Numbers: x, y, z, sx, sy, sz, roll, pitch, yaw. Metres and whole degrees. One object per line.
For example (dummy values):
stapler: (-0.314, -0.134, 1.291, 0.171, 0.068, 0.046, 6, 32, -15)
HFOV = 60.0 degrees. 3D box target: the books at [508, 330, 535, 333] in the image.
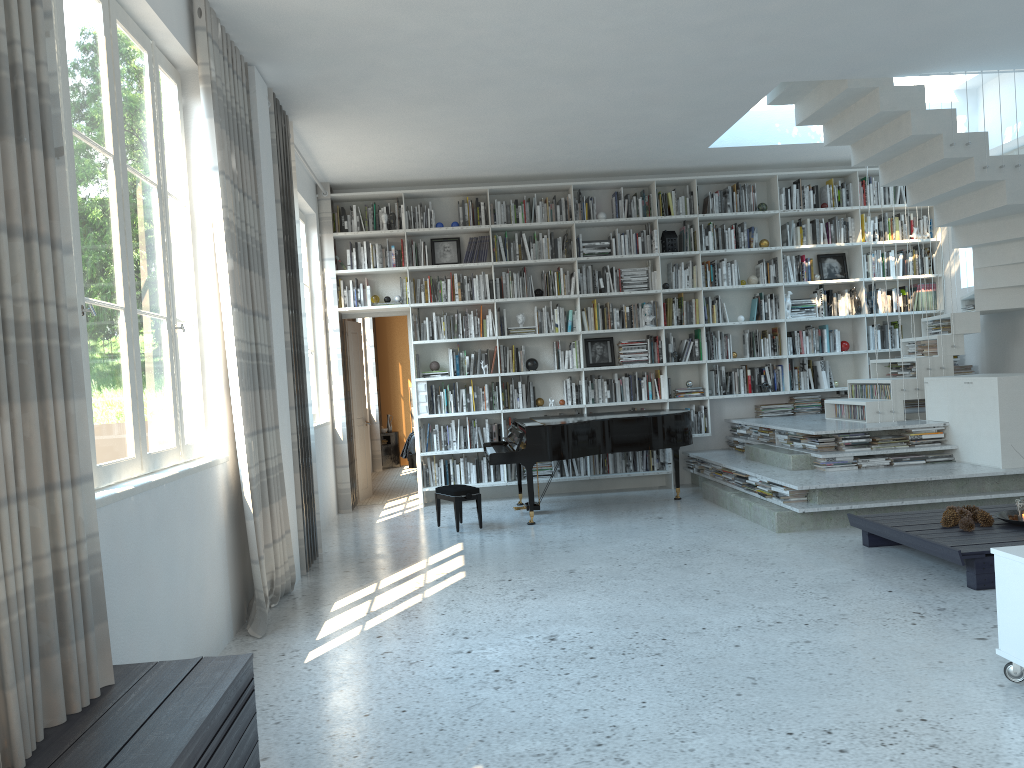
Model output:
books: (0.094, -0.533, 9.016, 0.254, 0.012, 0.161, -4, 0, -9)

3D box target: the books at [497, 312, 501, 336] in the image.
books: (-0.138, -0.604, 9.004, 0.024, 0.257, 0.134, -4, 1, -4)

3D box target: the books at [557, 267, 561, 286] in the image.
books: (0.483, -1.037, 9.034, 0.006, 0.304, 0.165, -4, 1, -4)

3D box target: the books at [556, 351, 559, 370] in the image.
books: (0.457, -0.238, 9.045, 0.025, 0.186, 0.154, -4, 1, -4)

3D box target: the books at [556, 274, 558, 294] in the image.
books: (0.448, -1.001, 9.049, 0.011, 0.236, 0.130, -4, 1, -4)

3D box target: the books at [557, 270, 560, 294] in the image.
books: (0.472, -1.017, 9.038, 0.004, 0.265, 0.141, -4, 1, -4)

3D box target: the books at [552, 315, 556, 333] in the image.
books: (0.419, -0.605, 9.052, 0.025, 0.189, 0.140, -4, 1, -4)

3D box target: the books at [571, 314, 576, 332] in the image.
books: (0.627, -0.614, 9.063, 0.027, 0.181, 0.142, -4, 1, -4)

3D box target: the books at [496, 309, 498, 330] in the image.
books: (-0.157, -0.617, 9.009, 0.012, 0.285, 0.159, -4, 1, -4)

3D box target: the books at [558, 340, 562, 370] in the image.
books: (0.482, -0.296, 9.054, 0.012, 0.298, 0.166, -4, 1, -4)

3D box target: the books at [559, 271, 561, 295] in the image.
books: (0.478, -1.011, 9.032, 0.006, 0.253, 0.180, -4, 1, -4)

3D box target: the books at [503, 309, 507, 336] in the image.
books: (-0.072, -0.618, 9.010, 0.021, 0.278, 0.136, -4, 1, -4)

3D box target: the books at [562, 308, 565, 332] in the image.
books: (0.514, -0.645, 9.059, 0.022, 0.256, 0.152, -4, 1, -4)

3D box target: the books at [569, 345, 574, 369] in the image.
books: (0.607, -0.277, 9.049, 0.012, 0.244, 0.171, -4, 1, -4)

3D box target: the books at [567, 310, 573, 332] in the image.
books: (0.583, -0.635, 9.041, 0.060, 0.227, 0.179, -4, 1, -4)

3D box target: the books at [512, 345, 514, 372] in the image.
books: (0.010, -0.254, 8.997, 0.026, 0.274, 0.190, -4, 1, -4)

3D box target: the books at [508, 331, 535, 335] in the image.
books: (0.095, -0.520, 9.019, 0.254, 0.012, 0.161, -4, 0, -8)

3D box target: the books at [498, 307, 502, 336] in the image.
books: (-0.124, -0.625, 9.023, 0.011, 0.298, 0.135, -4, 1, -4)

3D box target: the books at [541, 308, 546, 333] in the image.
books: (0.324, -0.638, 9.034, 0.022, 0.267, 0.151, -4, 1, -4)

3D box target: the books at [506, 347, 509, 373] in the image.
books: (-0.047, -0.245, 9.011, 0.036, 0.263, 0.166, -4, 1, -4)

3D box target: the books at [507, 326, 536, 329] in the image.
books: (0.092, -0.569, 9.017, 0.285, 0.012, 0.159, -4, 0, -8)

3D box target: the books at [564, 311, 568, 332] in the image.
books: (0.539, -0.628, 9.062, 0.026, 0.219, 0.150, -4, 1, -4)

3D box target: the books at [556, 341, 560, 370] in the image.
books: (0.471, -0.292, 9.057, 0.011, 0.292, 0.155, -4, 1, -4)

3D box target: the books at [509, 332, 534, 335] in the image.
books: (0.095, -0.508, 9.028, 0.254, 0.012, 0.161, -4, 0, -4)

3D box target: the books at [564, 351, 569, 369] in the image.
books: (0.550, -0.245, 9.051, 0.057, 0.188, 0.156, -4, 1, -4)

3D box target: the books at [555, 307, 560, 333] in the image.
books: (0.465, -0.646, 9.026, 0.012, 0.265, 0.192, -4, 1, -4)

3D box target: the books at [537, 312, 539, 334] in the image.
books: (0.255, -0.616, 9.035, 0.010, 0.232, 0.154, -4, 1, -4)

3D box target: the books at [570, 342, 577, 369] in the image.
books: (0.625, -0.290, 9.057, 0.027, 0.269, 0.178, -4, 1, -4)

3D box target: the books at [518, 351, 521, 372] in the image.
books: (0.072, -0.224, 9.019, 0.011, 0.208, 0.180, -4, 1, -4)

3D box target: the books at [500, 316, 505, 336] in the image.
books: (-0.098, -0.583, 9.014, 0.034, 0.210, 0.136, -4, 1, -4)

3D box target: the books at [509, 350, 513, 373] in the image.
books: (-0.015, -0.229, 9.017, 0.025, 0.228, 0.153, -4, 1, -4)

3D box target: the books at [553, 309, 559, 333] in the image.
books: (0.445, -0.636, 9.035, 0.028, 0.247, 0.170, -4, 1, -4)

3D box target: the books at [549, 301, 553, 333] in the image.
books: (0.398, -0.674, 9.035, 0.010, 0.329, 0.173, -4, 1, -4)

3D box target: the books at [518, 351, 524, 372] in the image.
books: (0.091, -0.230, 9.016, 0.028, 0.216, 0.175, -4, 1, -4)

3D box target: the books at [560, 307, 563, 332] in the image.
books: (0.493, -0.645, 9.037, 0.023, 0.260, 0.170, -4, 1, -4)

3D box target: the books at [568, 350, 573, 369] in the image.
books: (0.590, -0.247, 9.059, 0.024, 0.188, 0.172, -4, 1, -4)

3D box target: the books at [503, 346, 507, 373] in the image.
books: (-0.078, -0.248, 9.016, 0.026, 0.275, 0.154, -4, 1, -4)

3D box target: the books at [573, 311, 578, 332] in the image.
books: (0.652, -0.634, 9.067, 0.026, 0.217, 0.126, -4, 1, -4)

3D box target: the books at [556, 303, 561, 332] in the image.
books: (0.475, -0.665, 9.035, 0.011, 0.301, 0.178, -4, 1, -4)

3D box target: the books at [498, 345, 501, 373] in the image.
books: (-0.134, -0.250, 9.016, 0.012, 0.285, 0.159, -4, 1, -4)

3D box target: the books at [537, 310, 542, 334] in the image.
books: (0.276, -0.625, 9.018, 0.030, 0.247, 0.174, -4, 1, -4)

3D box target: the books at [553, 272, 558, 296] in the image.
books: (0.439, -1.004, 9.012, 0.013, 0.244, 0.188, -4, 1, -4)

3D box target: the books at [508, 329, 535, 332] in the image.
books: (0.093, -0.545, 9.020, 0.254, 0.012, 0.161, -4, 0, -7)

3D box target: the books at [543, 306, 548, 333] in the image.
books: (0.341, -0.649, 9.024, 0.012, 0.286, 0.167, -4, 1, -4)

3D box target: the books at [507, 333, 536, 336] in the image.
books: (0.096, -0.496, 9.024, 0.285, 0.012, 0.159, -4, 0, -6)

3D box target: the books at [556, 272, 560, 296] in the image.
books: (0.462, -1.010, 9.038, 0.017, 0.253, 0.139, -4, 1, -4)

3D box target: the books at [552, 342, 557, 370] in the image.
books: (0.435, -0.286, 9.047, 0.012, 0.285, 0.159, -4, 1, -4)

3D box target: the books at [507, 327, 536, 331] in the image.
books: (0.092, -0.557, 9.022, 0.285, 0.012, 0.159, -4, 0, -2)

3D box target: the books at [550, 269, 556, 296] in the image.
books: (0.412, -1.024, 9.044, 0.033, 0.287, 0.155, -4, 1, -4)

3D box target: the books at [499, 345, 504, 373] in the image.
books: (-0.103, -0.252, 9.009, 0.025, 0.284, 0.145, -4, 1, -4)

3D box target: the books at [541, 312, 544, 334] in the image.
books: (0.301, -0.617, 9.048, 0.024, 0.227, 0.137, -4, 1, -4)

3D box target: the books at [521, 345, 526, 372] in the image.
books: (0.116, -0.256, 9.033, 0.028, 0.266, 0.144, -4, 1, -4)

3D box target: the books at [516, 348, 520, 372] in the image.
books: (0.050, -0.243, 9.037, 0.028, 0.248, 0.142, -4, 1, -4)

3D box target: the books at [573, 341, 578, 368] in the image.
books: (0.645, -0.296, 9.048, 0.011, 0.279, 0.187, -4, 1, -4)

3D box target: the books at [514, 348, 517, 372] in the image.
books: (0.030, -0.240, 9.019, 0.014, 0.244, 0.153, -4, 1, -4)

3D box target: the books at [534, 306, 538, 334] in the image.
books: (0.243, -0.642, 9.020, 0.012, 0.285, 0.159, -4, 1, -4)

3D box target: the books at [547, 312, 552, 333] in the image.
books: (0.372, -0.620, 9.043, 0.048, 0.225, 0.149, -4, 1, -4)

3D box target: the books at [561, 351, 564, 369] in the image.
books: (0.506, -0.239, 9.064, 0.030, 0.183, 0.154, -4, 1, -4)
